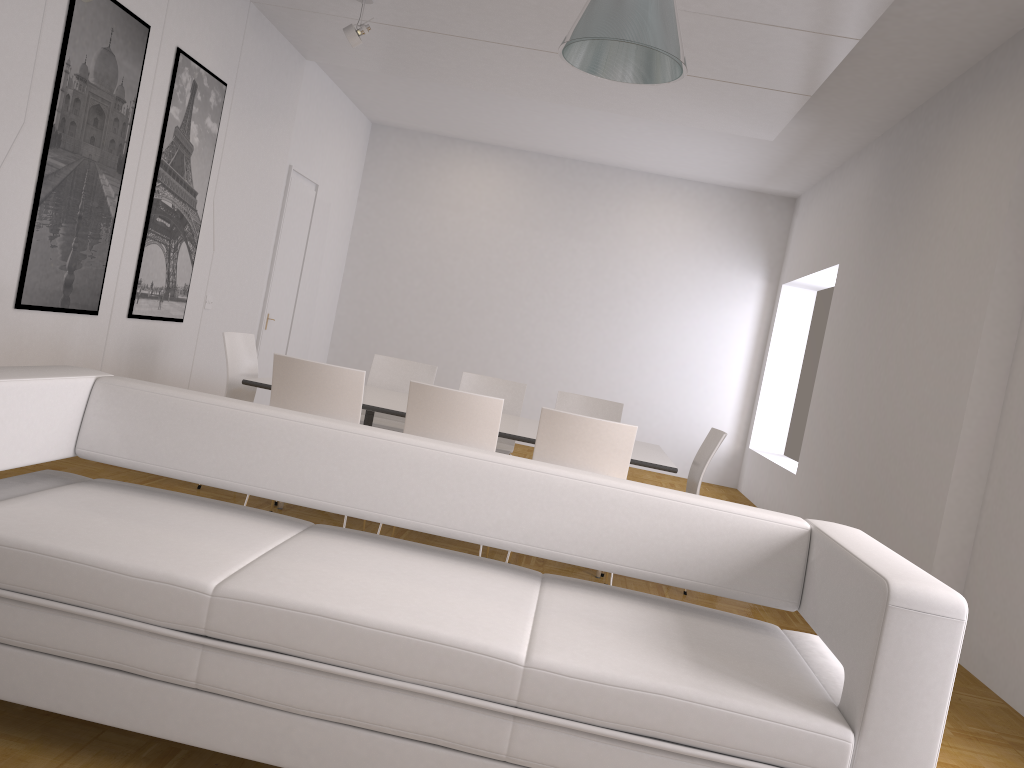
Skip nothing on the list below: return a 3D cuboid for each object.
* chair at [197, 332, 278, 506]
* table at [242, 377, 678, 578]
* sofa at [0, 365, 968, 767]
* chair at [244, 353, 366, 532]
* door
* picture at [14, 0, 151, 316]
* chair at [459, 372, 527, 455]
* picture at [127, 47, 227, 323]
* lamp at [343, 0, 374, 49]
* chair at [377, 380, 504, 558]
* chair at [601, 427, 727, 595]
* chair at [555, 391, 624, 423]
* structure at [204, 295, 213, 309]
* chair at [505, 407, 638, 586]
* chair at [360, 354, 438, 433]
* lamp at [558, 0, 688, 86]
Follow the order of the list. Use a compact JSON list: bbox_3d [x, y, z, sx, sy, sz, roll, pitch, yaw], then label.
[{"bbox_3d":[-1.538,0.190,5.461,0.575,0.930,0.561,11,2,5],"label":"chair"},{"bbox_3d":[-0.320,0.543,5.379,2.411,0.722,1.211,11,2,5],"label":"table"},{"bbox_3d":[-0.315,0.612,2.450,2.623,0.848,0.822,11,2,5],"label":"sofa"},{"bbox_3d":[-1.023,0.338,4.654,0.561,0.930,0.575,11,2,5],"label":"chair"},{"bbox_3d":[-2.321,-0.905,8.942,0.132,2.452,0.871,11,2,4],"label":"door"},{"bbox_3d":[-2.385,-1.276,4.990,0.013,1.779,0.787,11,2,4],"label":"picture"},{"bbox_3d":[-0.233,0.421,6.151,0.561,0.930,0.575,11,2,5],"label":"chair"},{"bbox_3d":[-2.287,-1.312,6.127,0.016,1.779,0.787,11,2,4],"label":"picture"},{"bbox_3d":[-1.060,-2.473,6.046,0.167,0.364,0.174,9,2,-43],"label":"lamp"},{"bbox_3d":[-0.337,0.476,4.597,0.561,0.930,0.575,11,2,5],"label":"chair"},{"bbox_3d":[0.892,0.685,5.260,0.575,0.930,0.561,11,2,5],"label":"chair"},{"bbox_3d":[0.453,0.558,6.094,0.561,0.930,0.575,11,2,5],"label":"chair"},{"bbox_3d":[-2.366,-0.637,6.923,0.013,0.104,0.114,11,2,4],"label":"structure"},{"bbox_3d":[0.308,0.605,4.544,0.561,0.930,0.575,11,2,5],"label":"chair"},{"bbox_3d":[-0.878,0.291,6.204,0.561,0.930,0.575,11,2,5],"label":"chair"},{"bbox_3d":[0.510,-1.750,3.127,0.465,1.249,0.465,11,2,4],"label":"lamp"}]
